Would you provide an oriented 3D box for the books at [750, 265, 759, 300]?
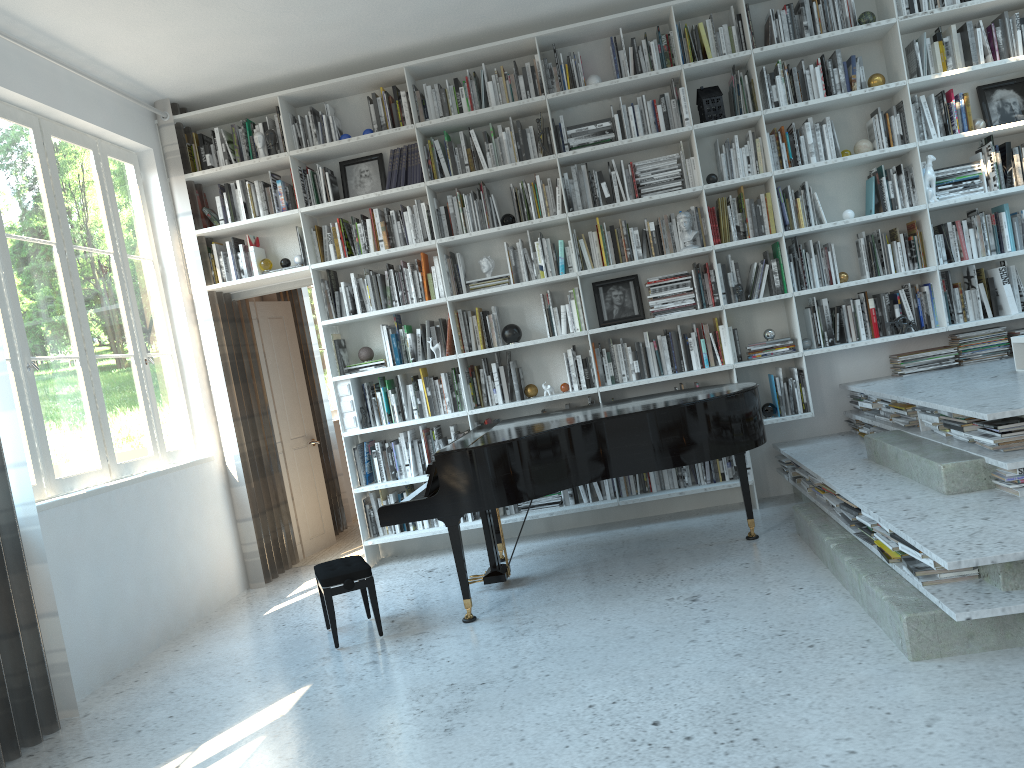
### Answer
[{"bbox_3d":[1.514,-0.631,5.573,0.089,0.210,0.175,-10,2,7],"label":"books"}]

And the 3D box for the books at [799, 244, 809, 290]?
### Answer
[{"bbox_3d":[1.810,-0.724,5.533,0.005,0.284,0.159,-10,2,7],"label":"books"}]

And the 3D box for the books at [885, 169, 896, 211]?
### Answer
[{"bbox_3d":[2.308,-1.176,5.449,0.018,0.263,0.165,-10,2,7],"label":"books"}]

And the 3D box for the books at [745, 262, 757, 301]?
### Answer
[{"bbox_3d":[1.495,-0.637,5.570,0.095,0.228,0.190,-10,2,7],"label":"books"}]

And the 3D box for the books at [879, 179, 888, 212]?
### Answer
[{"bbox_3d":[2.269,-1.142,5.454,0.006,0.210,0.188,-10,2,7],"label":"books"}]

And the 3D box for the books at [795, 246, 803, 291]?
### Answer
[{"bbox_3d":[1.780,-0.718,5.545,0.006,0.281,0.155,-10,2,7],"label":"books"}]

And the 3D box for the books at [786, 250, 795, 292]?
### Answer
[{"bbox_3d":[1.730,-0.701,5.548,0.010,0.266,0.157,-10,2,7],"label":"books"}]

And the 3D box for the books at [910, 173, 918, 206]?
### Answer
[{"bbox_3d":[2.437,-1.173,5.440,0.023,0.212,0.164,-10,2,7],"label":"books"}]

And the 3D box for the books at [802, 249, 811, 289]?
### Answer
[{"bbox_3d":[1.823,-0.709,5.535,0.013,0.249,0.165,-10,2,7],"label":"books"}]

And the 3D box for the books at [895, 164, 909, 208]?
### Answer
[{"bbox_3d":[2.376,-1.193,5.427,0.012,0.274,0.183,-10,2,7],"label":"books"}]

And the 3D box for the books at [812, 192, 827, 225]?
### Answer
[{"bbox_3d":[1.894,-1.073,5.492,0.051,0.210,0.176,-10,2,7],"label":"books"}]

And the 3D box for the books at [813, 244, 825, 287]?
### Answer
[{"bbox_3d":[1.901,-0.732,5.525,0.012,0.267,0.183,-10,2,7],"label":"books"}]

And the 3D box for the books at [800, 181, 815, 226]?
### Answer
[{"bbox_3d":[1.838,-1.104,5.517,0.013,0.287,0.158,-10,2,7],"label":"books"}]

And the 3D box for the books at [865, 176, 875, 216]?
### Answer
[{"bbox_3d":[2.211,-1.147,5.474,0.056,0.241,0.153,-10,2,7],"label":"books"}]

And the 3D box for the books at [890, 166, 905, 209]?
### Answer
[{"bbox_3d":[2.356,-1.191,5.451,0.032,0.275,0.154,-10,2,7],"label":"books"}]

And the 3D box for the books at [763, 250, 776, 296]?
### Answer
[{"bbox_3d":[1.616,-0.691,5.574,0.013,0.286,0.138,-10,2,7],"label":"books"}]

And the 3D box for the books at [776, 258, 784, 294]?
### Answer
[{"bbox_3d":[1.666,-0.669,5.560,0.021,0.226,0.148,-10,2,7],"label":"books"}]

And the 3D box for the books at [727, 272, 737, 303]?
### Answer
[{"bbox_3d":[1.378,-0.600,5.588,0.027,0.192,0.182,-10,2,7],"label":"books"}]

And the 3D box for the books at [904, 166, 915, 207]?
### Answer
[{"bbox_3d":[2.415,-1.190,5.426,0.011,0.253,0.169,-10,2,7],"label":"books"}]

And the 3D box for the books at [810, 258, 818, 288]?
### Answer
[{"bbox_3d":[1.864,-0.684,5.529,0.013,0.186,0.183,-10,2,7],"label":"books"}]

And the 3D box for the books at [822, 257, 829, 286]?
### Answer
[{"bbox_3d":[1.940,-0.695,5.537,0.013,0.179,0.140,-10,2,7],"label":"books"}]

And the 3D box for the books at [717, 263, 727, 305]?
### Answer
[{"bbox_3d":[1.322,-0.627,5.617,0.024,0.263,0.154,-10,2,7],"label":"books"}]

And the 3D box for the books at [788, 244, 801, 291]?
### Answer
[{"bbox_3d":[1.767,-0.722,5.547,0.018,0.295,0.177,-10,2,7],"label":"books"}]

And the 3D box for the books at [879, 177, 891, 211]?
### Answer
[{"bbox_3d":[2.278,-1.148,5.452,0.013,0.219,0.187,-10,2,7],"label":"books"}]

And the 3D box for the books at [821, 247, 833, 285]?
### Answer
[{"bbox_3d":[1.955,-0.727,5.525,0.015,0.238,0.176,-10,2,7],"label":"books"}]

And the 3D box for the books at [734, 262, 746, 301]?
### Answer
[{"bbox_3d":[1.431,-0.639,5.604,0.035,0.248,0.140,-10,2,7],"label":"books"}]

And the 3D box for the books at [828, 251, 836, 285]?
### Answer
[{"bbox_3d":[1.971,-0.714,5.521,0.014,0.207,0.180,-10,2,7],"label":"books"}]

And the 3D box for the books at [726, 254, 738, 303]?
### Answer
[{"bbox_3d":[1.389,-0.661,5.598,0.013,0.307,0.141,-10,2,7],"label":"books"}]

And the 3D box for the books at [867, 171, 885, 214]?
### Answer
[{"bbox_3d":[2.245,-1.165,5.462,0.021,0.264,0.174,-10,2,7],"label":"books"}]

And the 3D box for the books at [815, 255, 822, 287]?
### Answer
[{"bbox_3d":[1.897,-0.699,5.539,0.013,0.203,0.167,-10,2,7],"label":"books"}]

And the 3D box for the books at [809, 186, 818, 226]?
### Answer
[{"bbox_3d":[1.864,-1.092,5.522,0.007,0.254,0.160,-10,2,7],"label":"books"}]

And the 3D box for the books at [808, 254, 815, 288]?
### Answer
[{"bbox_3d":[1.849,-0.698,5.535,0.013,0.218,0.160,-10,2,7],"label":"books"}]

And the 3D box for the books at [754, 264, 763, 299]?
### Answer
[{"bbox_3d":[1.542,-0.637,5.585,0.090,0.212,0.143,-10,2,7],"label":"books"}]

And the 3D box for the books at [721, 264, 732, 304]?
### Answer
[{"bbox_3d":[1.348,-0.626,5.610,0.028,0.253,0.142,-10,2,7],"label":"books"}]

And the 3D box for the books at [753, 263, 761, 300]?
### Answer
[{"bbox_3d":[1.530,-0.642,5.591,0.095,0.226,0.144,-10,2,7],"label":"books"}]

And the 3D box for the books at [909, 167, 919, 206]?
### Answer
[{"bbox_3d":[2.449,-1.192,5.428,0.010,0.246,0.158,-10,2,7],"label":"books"}]

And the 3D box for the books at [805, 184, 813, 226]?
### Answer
[{"bbox_3d":[1.830,-1.096,5.518,0.006,0.274,0.167,-10,2,7],"label":"books"}]

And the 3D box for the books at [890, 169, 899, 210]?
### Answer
[{"bbox_3d":[2.325,-1.177,5.448,0.015,0.259,0.152,-10,2,7],"label":"books"}]

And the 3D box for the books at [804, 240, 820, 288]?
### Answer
[{"bbox_3d":[1.867,-0.741,5.523,0.014,0.297,0.175,-10,2,7],"label":"books"}]

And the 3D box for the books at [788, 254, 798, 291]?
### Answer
[{"bbox_3d":[1.760,-0.693,5.564,0.011,0.239,0.136,-10,2,7],"label":"books"}]

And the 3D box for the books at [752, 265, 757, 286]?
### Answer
[{"bbox_3d":[1.506,-0.636,5.588,0.088,0.220,0.138,-10,2,7],"label":"books"}]

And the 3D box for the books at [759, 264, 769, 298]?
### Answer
[{"bbox_3d":[1.574,-0.639,5.578,0.091,0.205,0.169,-10,2,7],"label":"books"}]

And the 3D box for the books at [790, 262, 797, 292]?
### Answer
[{"bbox_3d":[1.751,-0.665,5.558,0.015,0.188,0.168,-10,2,7],"label":"books"}]

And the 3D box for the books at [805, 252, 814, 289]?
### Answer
[{"bbox_3d":[1.835,-0.699,5.524,0.011,0.226,0.188,-10,2,7],"label":"books"}]

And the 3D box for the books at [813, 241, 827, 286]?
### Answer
[{"bbox_3d":[1.921,-0.745,5.538,0.006,0.285,0.159,-10,2,7],"label":"books"}]

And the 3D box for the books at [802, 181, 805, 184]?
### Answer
[{"bbox_3d":[1.853,-1.115,5.556,0.011,0.300,0.088,-10,2,7],"label":"books"}]

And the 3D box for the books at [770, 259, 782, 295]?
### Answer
[{"bbox_3d":[1.640,-0.663,5.552,0.029,0.223,0.170,-10,2,7],"label":"books"}]

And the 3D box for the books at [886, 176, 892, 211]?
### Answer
[{"bbox_3d":[2.301,-1.158,5.466,0.007,0.230,0.146,-10,2,7],"label":"books"}]

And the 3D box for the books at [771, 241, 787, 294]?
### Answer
[{"bbox_3d":[1.674,-0.721,5.553,0.014,0.325,0.182,-10,2,7],"label":"books"}]

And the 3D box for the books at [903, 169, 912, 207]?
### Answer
[{"bbox_3d":[2.406,-1.184,5.445,0.013,0.245,0.158,-10,2,7],"label":"books"}]

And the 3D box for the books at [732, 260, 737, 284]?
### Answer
[{"bbox_3d":[1.406,-0.643,5.607,0.012,0.266,0.157,-10,2,7],"label":"books"}]

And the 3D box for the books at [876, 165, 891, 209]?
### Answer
[{"bbox_3d":[2.286,-1.189,5.465,0.013,0.295,0.153,-10,2,7],"label":"books"}]

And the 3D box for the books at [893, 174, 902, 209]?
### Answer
[{"bbox_3d":[2.340,-1.162,5.439,0.012,0.224,0.178,-10,2,7],"label":"books"}]

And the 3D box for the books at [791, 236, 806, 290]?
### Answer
[{"bbox_3d":[1.796,-0.752,5.557,0.007,0.342,0.149,-10,2,7],"label":"books"}]

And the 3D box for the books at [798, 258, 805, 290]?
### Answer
[{"bbox_3d":[1.797,-0.682,5.552,0.013,0.204,0.153,-10,2,7],"label":"books"}]

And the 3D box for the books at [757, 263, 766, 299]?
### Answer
[{"bbox_3d":[1.561,-0.643,5.590,0.090,0.215,0.139,-10,2,7],"label":"books"}]

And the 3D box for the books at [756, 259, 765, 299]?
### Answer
[{"bbox_3d":[1.554,-0.654,5.581,0.094,0.239,0.149,-10,2,7],"label":"books"}]

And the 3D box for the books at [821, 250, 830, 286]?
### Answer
[{"bbox_3d":[1.946,-0.718,5.537,0.008,0.223,0.133,-10,2,7],"label":"books"}]

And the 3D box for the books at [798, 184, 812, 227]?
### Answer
[{"bbox_3d":[1.824,-1.093,5.513,0.006,0.270,0.178,-10,2,7],"label":"books"}]
